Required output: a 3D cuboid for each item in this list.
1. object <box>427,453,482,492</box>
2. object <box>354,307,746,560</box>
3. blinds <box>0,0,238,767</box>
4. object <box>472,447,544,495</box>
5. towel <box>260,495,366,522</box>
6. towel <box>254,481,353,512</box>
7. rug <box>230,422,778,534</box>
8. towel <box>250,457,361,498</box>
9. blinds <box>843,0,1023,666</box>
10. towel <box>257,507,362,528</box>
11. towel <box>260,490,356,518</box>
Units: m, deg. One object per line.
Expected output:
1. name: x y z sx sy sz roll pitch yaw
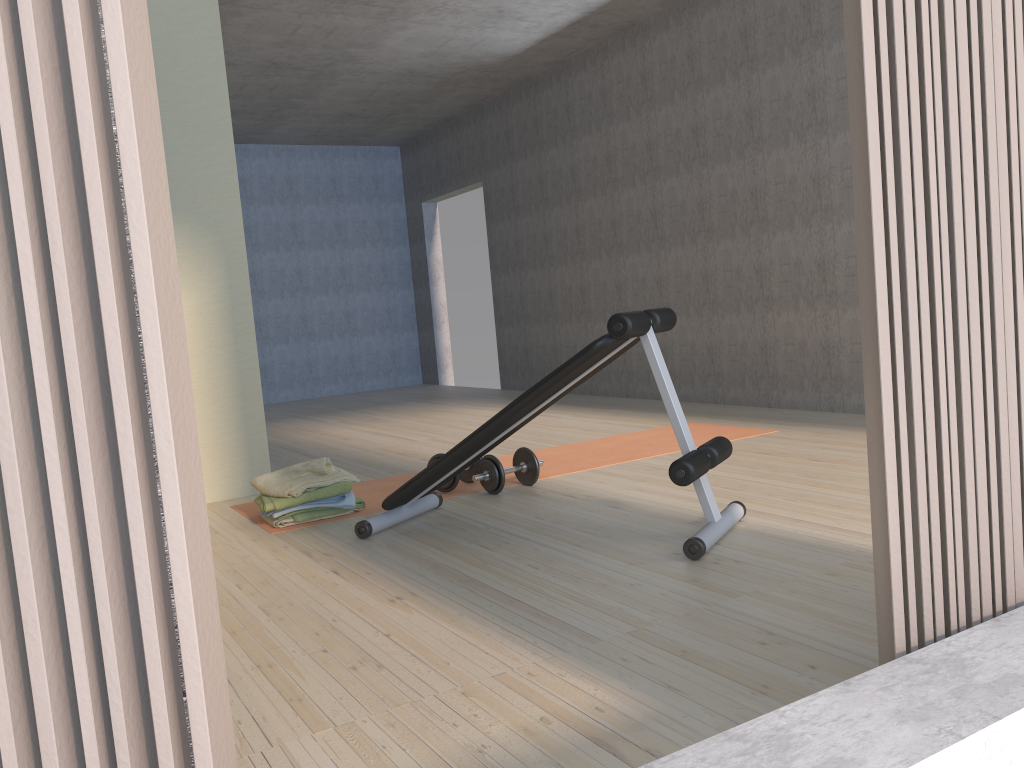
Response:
1. object: -0.255 0.382 4.009 0.176 0.176 0.385 -2 6 32
2. object: 0.082 0.146 3.114 1.312 0.746 0.505 -2 6 29
3. blinds: -0.825 -0.553 0.468 1.133 2.744 0.069 -8 6 -30
4. object: -0.013 0.380 3.896 0.385 0.176 0.176 -9 6 -38
5. towel: -0.853 0.504 3.764 0.380 0.081 0.367 -8 6 -32
6. towel: -0.879 0.449 3.715 0.376 0.085 0.371 -7 5 -25
7. rug: 0.079 0.409 4.455 2.779 0.002 0.716 -8 6 -30
8. towel: -0.874 0.392 3.736 0.373 0.123 0.384 0 7 44
9. blinds: 0.926 -0.794 1.475 1.133 2.744 0.069 -8 6 -30
10. towel: -0.871 0.529 3.763 0.376 0.044 0.371 -8 6 -31
11. towel: -0.859 0.482 3.737 0.383 0.078 0.383 -6 5 -13
